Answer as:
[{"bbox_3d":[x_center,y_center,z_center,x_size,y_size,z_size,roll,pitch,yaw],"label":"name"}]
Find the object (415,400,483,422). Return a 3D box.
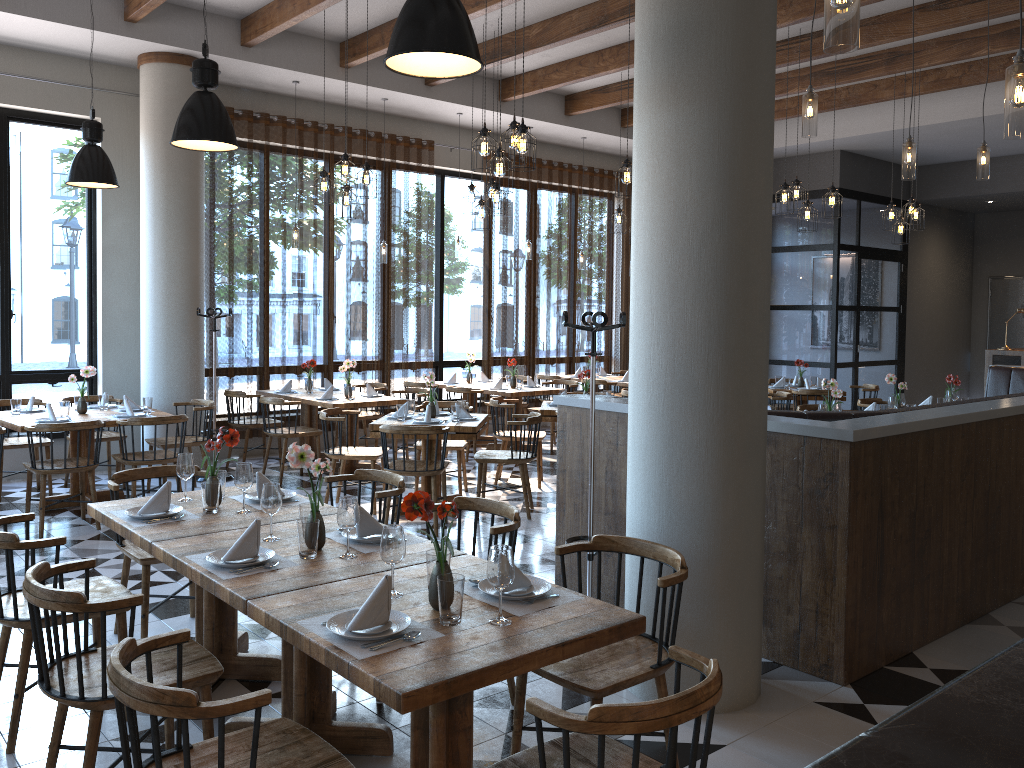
[{"bbox_3d":[-0.539,0.211,7.412,0.582,0.137,0.579,1,4,4],"label":"object"}]

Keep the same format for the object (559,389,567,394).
[{"bbox_3d":[0.502,0.122,8.708,0.080,0.132,0.080,-1,3,-35],"label":"object"}]

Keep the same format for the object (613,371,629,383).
[{"bbox_3d":[1.481,-0.100,11.601,0.272,0.137,0.352,-3,6,-40],"label":"object"}]

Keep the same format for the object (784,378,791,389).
[{"bbox_3d":[3.321,-0.002,10.695,0.080,0.132,0.080,-1,3,-25],"label":"object"}]

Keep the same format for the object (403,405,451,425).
[{"bbox_3d":[-0.676,0.239,7.037,0.352,0.137,0.273,1,4,5],"label":"object"}]

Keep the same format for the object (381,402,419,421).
[{"bbox_3d":[-0.924,0.213,7.323,0.272,0.137,0.353,1,4,5],"label":"object"}]

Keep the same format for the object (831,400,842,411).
[{"bbox_3d":[2.593,0.237,7.087,0.081,0.215,0.081,1,3,13],"label":"object"}]

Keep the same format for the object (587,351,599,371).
[{"bbox_3d":[1.139,-0.283,12.465,0.156,0.354,0.171,2,3,26],"label":"object"}]

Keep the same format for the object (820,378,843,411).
[{"bbox_3d":[2.493,0.157,6.915,0.146,0.399,0.207,-1,3,-38],"label":"object"}]

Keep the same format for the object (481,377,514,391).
[{"bbox_3d":[-0.164,-0.008,10.199,0.272,0.137,0.352,-3,6,-40],"label":"object"}]

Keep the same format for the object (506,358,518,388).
[{"bbox_3d":[-0.006,-0.127,10.340,0.156,0.354,0.171,2,3,28],"label":"object"}]

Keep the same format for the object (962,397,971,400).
[{"bbox_3d":[4.295,0.196,8.382,0.080,0.132,0.080,-2,4,-40],"label":"object"}]

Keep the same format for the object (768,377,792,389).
[{"bbox_3d":[3.290,-0.023,10.920,0.272,0.137,0.353,1,4,5],"label":"object"}]

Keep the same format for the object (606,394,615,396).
[{"bbox_3d":[0.914,0.165,8.245,0.080,0.132,0.080,-1,3,-35],"label":"object"}]

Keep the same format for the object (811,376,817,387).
[{"bbox_3d":[3.783,-0.029,11.103,0.080,0.132,0.080,0,3,-15],"label":"object"}]

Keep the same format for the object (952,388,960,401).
[{"bbox_3d":[4.250,0.145,8.499,0.081,0.215,0.081,3,3,41],"label":"object"}]

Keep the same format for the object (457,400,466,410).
[{"bbox_3d":[-0.428,0.207,7.513,0.080,0.132,0.080,1,3,14],"label":"object"}]

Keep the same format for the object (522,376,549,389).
[{"bbox_3d":[0.238,-0.031,10.549,0.272,0.137,0.352,-3,6,-40],"label":"object"}]

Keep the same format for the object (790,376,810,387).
[{"bbox_3d":[3.574,-0.039,11.170,0.352,0.137,0.273,1,4,5],"label":"object"}]

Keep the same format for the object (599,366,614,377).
[{"bbox_3d":[1.306,-0.185,12.627,0.272,0.137,0.352,-3,6,-40],"label":"object"}]

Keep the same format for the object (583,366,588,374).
[{"bbox_3d":[1.052,-0.190,12.676,0.080,0.132,0.080,-1,3,-25],"label":"object"}]

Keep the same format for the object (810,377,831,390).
[{"bbox_3d":[3.822,-0.013,10.884,0.272,0.137,0.353,1,4,5],"label":"object"}]

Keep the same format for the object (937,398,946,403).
[{"bbox_3d":[4.035,0.198,8.325,0.080,0.132,0.080,3,3,34],"label":"object"}]

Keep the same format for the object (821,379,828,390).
[{"bbox_3d":[3.761,0.006,10.673,0.080,0.132,0.080,0,3,-15],"label":"object"}]

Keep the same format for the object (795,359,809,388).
[{"bbox_3d":[3.567,-0.129,10.931,0.156,0.354,0.171,1,3,7],"label":"object"}]

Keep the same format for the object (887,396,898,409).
[{"bbox_3d":[3.208,0.215,7.467,0.081,0.215,0.081,0,3,-10],"label":"object"}]

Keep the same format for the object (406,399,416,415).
[{"bbox_3d":[-0.862,0.199,7.546,0.080,0.132,0.080,2,3,24],"label":"object"}]

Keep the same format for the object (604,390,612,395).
[{"bbox_3d":[0.935,0.130,8.676,0.080,0.132,0.080,-1,3,-35],"label":"object"}]

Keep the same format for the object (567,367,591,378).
[{"bbox_3d":[0.905,-0.162,12.277,0.272,0.137,0.352,-3,6,-40],"label":"object"}]

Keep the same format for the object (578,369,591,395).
[{"bbox_3d":[0.692,0.036,8.430,0.156,0.354,0.171,1,3,15],"label":"object"}]

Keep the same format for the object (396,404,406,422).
[{"bbox_3d":[-0.890,0.234,7.105,0.080,0.132,0.080,2,3,24],"label":"object"}]

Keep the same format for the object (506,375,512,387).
[{"bbox_3d":[-0.036,-0.037,10.608,0.080,0.132,0.080,3,3,34],"label":"object"}]

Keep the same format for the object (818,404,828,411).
[{"bbox_3d":[2.370,0.261,6.753,0.081,0.215,0.081,1,3,13],"label":"object"}]

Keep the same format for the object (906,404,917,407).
[{"bbox_3d":[3.455,0.243,7.666,0.080,0.132,0.080,-2,4,-40],"label":"object"}]

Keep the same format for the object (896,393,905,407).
[{"bbox_3d":[3.410,0.192,7.783,0.081,0.215,0.081,3,3,41],"label":"object"}]

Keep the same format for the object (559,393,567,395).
[{"bbox_3d":[0.474,0.157,8.267,0.080,0.132,0.080,-1,3,-25],"label":"object"}]

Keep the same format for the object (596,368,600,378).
[{"bbox_3d":[1.172,-0.154,12.258,0.080,0.132,0.080,-1,3,-25],"label":"object"}]

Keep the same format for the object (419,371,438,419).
[{"bbox_3d":[-0.685,0.087,7.290,0.146,0.399,0.207,0,3,-21],"label":"object"}]

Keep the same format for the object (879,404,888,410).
[{"bbox_3d":[3.195,0.245,7.609,0.080,0.132,0.080,3,3,34],"label":"object"}]

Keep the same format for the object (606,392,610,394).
[{"bbox_3d":[0.975,0.147,8.449,0.272,0.137,0.353,1,4,5],"label":"object"}]

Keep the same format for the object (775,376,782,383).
[{"bbox_3d":[3.349,-0.037,11.136,0.080,0.132,0.080,2,3,24],"label":"object"}]

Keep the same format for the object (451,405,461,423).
[{"bbox_3d":[-0.450,0.241,7.083,0.080,0.132,0.080,1,3,14],"label":"object"}]

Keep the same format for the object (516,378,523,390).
[{"bbox_3d":[0.084,-0.002,10.190,0.080,0.132,0.080,3,3,34],"label":"object"}]

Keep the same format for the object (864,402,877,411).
[{"bbox_3d":[3.145,0.223,7.833,0.352,0.137,0.272,-3,5,-40],"label":"object"}]

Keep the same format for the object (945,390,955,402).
[{"bbox_3d":[4.048,0.168,8.183,0.081,0.215,0.081,0,3,-10],"label":"object"}]

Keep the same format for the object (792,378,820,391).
[{"bbox_3d":[3.539,0.003,10.634,0.352,0.137,0.273,1,4,5],"label":"object"}]

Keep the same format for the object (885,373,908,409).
[{"bbox_3d":[3.311,0.109,7.648,0.206,0.399,0.146,-1,3,-33],"label":"object"}]

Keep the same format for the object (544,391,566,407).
[{"bbox_3d":[0.443,0.137,8.485,0.272,0.137,0.353,1,4,5],"label":"object"}]
